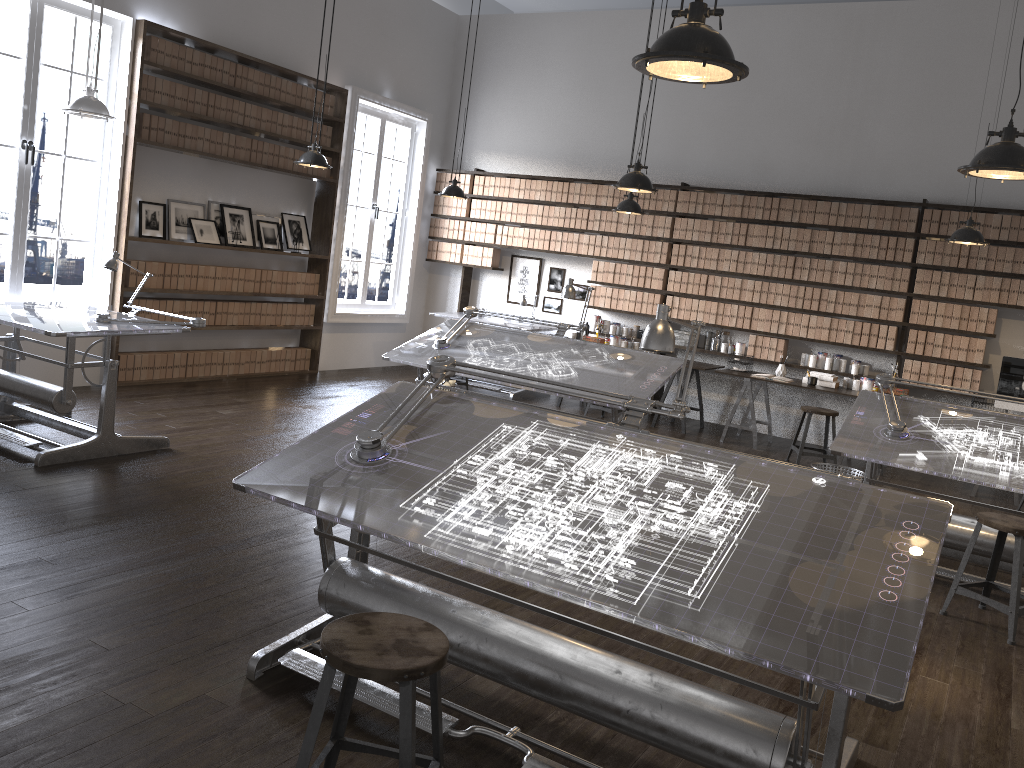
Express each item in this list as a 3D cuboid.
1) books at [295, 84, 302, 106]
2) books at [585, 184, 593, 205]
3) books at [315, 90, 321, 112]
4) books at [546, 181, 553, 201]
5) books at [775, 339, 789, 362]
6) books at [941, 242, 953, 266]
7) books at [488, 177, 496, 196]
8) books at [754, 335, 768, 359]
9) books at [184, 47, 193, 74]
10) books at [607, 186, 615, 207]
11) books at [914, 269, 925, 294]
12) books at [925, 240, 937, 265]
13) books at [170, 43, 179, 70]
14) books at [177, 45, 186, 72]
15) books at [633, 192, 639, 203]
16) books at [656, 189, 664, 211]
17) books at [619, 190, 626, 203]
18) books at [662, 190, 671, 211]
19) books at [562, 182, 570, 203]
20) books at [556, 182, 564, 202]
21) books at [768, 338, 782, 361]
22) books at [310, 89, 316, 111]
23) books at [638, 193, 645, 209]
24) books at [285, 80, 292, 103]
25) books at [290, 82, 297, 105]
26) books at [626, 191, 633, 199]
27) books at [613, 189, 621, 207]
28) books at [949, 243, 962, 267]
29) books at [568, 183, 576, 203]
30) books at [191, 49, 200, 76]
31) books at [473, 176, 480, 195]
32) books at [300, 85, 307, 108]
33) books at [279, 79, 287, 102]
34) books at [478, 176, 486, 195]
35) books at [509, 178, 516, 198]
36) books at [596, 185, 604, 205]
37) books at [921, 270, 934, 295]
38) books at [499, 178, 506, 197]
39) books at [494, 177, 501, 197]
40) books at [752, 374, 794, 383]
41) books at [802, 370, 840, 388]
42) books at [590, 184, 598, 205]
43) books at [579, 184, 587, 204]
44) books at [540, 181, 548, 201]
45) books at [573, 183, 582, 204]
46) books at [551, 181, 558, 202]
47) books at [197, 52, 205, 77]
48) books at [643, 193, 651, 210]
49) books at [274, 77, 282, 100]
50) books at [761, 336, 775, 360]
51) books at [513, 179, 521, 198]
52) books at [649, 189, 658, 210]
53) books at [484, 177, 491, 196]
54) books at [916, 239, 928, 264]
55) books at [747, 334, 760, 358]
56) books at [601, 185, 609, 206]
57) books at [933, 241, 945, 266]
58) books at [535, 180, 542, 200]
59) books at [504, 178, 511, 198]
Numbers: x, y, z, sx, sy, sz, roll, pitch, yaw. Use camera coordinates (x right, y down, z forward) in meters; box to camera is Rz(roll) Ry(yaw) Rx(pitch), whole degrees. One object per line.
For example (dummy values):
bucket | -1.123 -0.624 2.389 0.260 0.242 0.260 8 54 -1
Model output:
books | -2.184 -2.866 8.803 0.175 0.224 0.067 11 6 30
books | 0.885 -2.086 9.793 0.067 0.224 0.175 10 7 29
books | -2.042 -2.880 9.036 0.175 0.225 0.067 11 6 30
books | 0.462 -2.173 10.031 0.067 0.225 0.175 10 7 29
books | 2.676 -0.333 8.777 0.067 0.224 0.175 10 7 29
books | 3.946 -1.169 8.023 0.067 0.224 0.175 10 7 29
books | -0.192 -2.310 10.412 0.067 0.224 0.174 10 7 29
books | 2.494 -0.371 8.882 0.067 0.224 0.175 10 7 29
books | -2.849 -2.788 7.650 0.175 0.225 0.067 11 6 30
books | 1.113 -2.038 9.656 0.067 0.225 0.175 10 7 29
books | 3.754 -0.937 8.138 0.067 0.224 0.175 10 7 29
books | 3.828 -1.192 8.086 0.067 0.224 0.175 10 7 29
books | -2.925 -2.781 7.532 0.175 0.224 0.067 11 6 30
books | -2.888 -2.785 7.592 0.175 0.224 0.067 11 6 30
books | 1.354 -1.987 9.515 0.067 0.224 0.175 10 7 29
books | 1.597 -1.938 9.382 0.067 0.224 0.174 10 7 29
books | 1.236 -2.013 9.591 0.067 0.224 0.174 10 7 29
books | 1.655 -1.925 9.344 0.067 0.224 0.174 10 7 29
books | 0.636 -2.137 9.932 0.067 0.225 0.175 10 7 29
books | 0.576 -2.151 9.973 0.067 0.224 0.175 10 7 29
books | 2.613 -0.345 8.808 0.067 0.224 0.174 10 7 29
books | -2.080 -2.877 8.981 0.175 0.224 0.067 11 6 30
books | 1.416 -1.975 9.479 0.067 0.225 0.175 10 7 29
books | -2.252 -2.857 8.682 0.175 0.224 0.067 11 6 30
books | -2.220 -2.862 8.744 0.175 0.224 0.067 11 6 30
books | 1.294 -2.001 9.553 0.067 0.224 0.174 10 7 29
books | 1.175 -2.026 9.624 0.067 0.224 0.175 10 7 29
books | 4.003 -1.157 7.992 0.067 0.224 0.175 10 7 29
books | 0.703 -2.124 9.899 0.067 0.224 0.175 10 7 29
books | -2.815 -2.793 7.714 0.175 0.224 0.067 11 6 30
books | -0.378 -2.349 10.525 0.067 0.224 0.175 10 7 29
books | -2.145 -2.869 8.862 0.175 0.225 0.067 11 6 30
books | -2.286 -2.852 8.617 0.175 0.224 0.067 11 6 30
books | -0.317 -2.336 10.484 0.067 0.225 0.175 10 7 29
books | 0.046 -2.261 10.278 0.067 0.224 0.175 10 7 29
books | 0.999 -2.062 9.726 0.067 0.224 0.175 10 7 29
books | 3.805 -0.925 8.103 0.067 0.225 0.175 10 7 29
books | -0.069 -2.285 10.345 0.067 0.224 0.175 10 7 29
books | -0.129 -2.297 10.381 0.067 0.224 0.174 10 7 29
books | 2.452 -0.062 8.331 0.356 0.029 0.256 12 9 30
books | 2.887 -0.056 8.283 0.295 0.147 0.386 11 9 29
books | 0.940 -2.074 9.755 0.067 0.225 0.175 10 7 29
books | 0.824 -2.099 9.829 0.067 0.224 0.174 10 7 29
books | 0.400 -2.186 10.067 0.067 0.224 0.175 10 7 29
books | 0.762 -2.111 9.860 0.067 0.224 0.174 10 7 29
books | 0.518 -2.162 10.003 0.067 0.224 0.175 10 7 29
books | -2.784 -2.797 7.769 0.175 0.224 0.067 11 6 30
books | 1.472 -1.964 9.451 0.067 0.224 0.175 10 7 29
books | -2.322 -2.848 8.555 0.175 0.225 0.067 11 6 30
books | 2.555 -0.358 8.847 0.067 0.224 0.174 10 7 29
books | 0.099 -2.249 10.245 0.067 0.224 0.175 10 7 29
books | 1.537 -1.950 9.415 0.067 0.224 0.175 10 7 29
books | -0.250 -2.323 10.451 0.067 0.224 0.175 10 7 29
books | 3.768 -1.205 8.125 0.067 0.224 0.174 10 7 29
books | 2.433 -0.382 8.910 0.067 0.225 0.175 10 7 29
books | 1.052 -2.051 9.693 0.067 0.224 0.175 10 7 29
books | 3.890 -1.179 8.050 0.067 0.225 0.175 10 7 29
books | 0.340 -2.199 10.106 0.067 0.224 0.174 10 7 29
books | -0.014 -2.272 10.307 0.067 0.225 0.175 10 7 29
